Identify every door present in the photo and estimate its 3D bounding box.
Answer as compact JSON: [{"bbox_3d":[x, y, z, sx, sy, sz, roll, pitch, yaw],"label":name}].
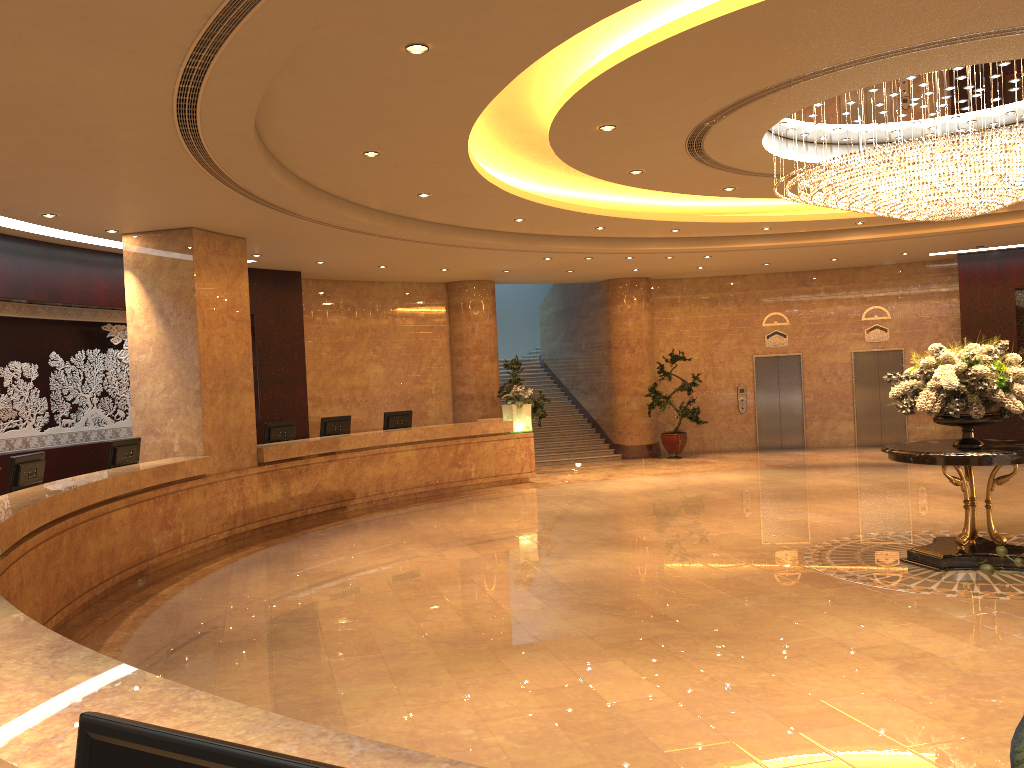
[{"bbox_3d":[8.103,0.307,19.546,1.070,2.149,0.150,-3,1,20],"label":"door"},{"bbox_3d":[6.044,0.401,20.064,1.070,2.145,0.150,-3,1,9],"label":"door"}]

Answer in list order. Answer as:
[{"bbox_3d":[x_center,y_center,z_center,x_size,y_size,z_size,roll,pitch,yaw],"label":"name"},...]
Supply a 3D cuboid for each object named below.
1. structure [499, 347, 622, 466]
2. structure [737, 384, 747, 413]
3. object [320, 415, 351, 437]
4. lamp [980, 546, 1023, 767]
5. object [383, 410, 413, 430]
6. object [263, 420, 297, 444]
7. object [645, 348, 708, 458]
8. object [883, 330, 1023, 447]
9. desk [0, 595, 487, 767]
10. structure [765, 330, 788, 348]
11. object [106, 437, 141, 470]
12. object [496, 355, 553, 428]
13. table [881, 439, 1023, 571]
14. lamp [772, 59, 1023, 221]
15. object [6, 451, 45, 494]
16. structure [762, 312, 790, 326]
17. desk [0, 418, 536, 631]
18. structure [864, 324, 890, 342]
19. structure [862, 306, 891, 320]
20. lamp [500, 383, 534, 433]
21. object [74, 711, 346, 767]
[{"bbox_3d":[0.086,-1.041,22.395,9.849,5.560,7.472,-3,1,-16],"label":"structure"},{"bbox_3d":[5.217,0.335,20.101,0.200,0.661,0.053,-3,1,5],"label":"structure"},{"bbox_3d":[-2.817,0.767,14.169,0.531,0.500,0.430,-3,1,-13],"label":"object"},{"bbox_3d":[0.944,0.540,1.146,0.573,0.923,0.598,-2,1,32],"label":"lamp"},{"bbox_3d":[-1.950,0.714,15.161,0.531,0.500,0.430,-3,1,-8],"label":"object"},{"bbox_3d":[-3.452,0.807,13.205,0.531,0.500,0.430,-3,1,-20],"label":"object"},{"bbox_3d":[3.506,0.425,19.114,1.250,2.363,0.843,-3,1,6],"label":"object"},{"bbox_3d":[4.253,0.082,8.368,1.318,0.999,1.277,-3,1,15],"label":"object"},{"bbox_3d":[-1.069,1.419,2.023,5.227,1.155,1.570,-2,1,38],"label":"desk"},{"bbox_3d":[5.970,-1.023,20.009,0.504,0.405,0.012,-3,1,9],"label":"structure"},{"bbox_3d":[-4.487,0.886,10.249,0.531,0.500,0.430,-3,1,-44],"label":"object"},{"bbox_3d":[0.159,0.603,17.700,0.843,2.363,1.250,-3,1,-35],"label":"object"},{"bbox_3d":[4.328,1.122,8.406,1.493,1.089,1.493,-3,1,-23],"label":"table"},{"bbox_3d":[4.150,-2.162,8.428,3.204,1.196,3.206,-3,1,21],"label":"lamp"},{"bbox_3d":[-4.565,0.908,8.331,0.430,0.500,0.531,-2,1,34],"label":"object"},{"bbox_3d":[5.948,-1.469,20.003,0.600,0.293,0.010,-3,1,9],"label":"structure"},{"bbox_3d":[-3.020,1.426,11.319,3.466,1.155,12.951,-3,1,18],"label":"desk"},{"bbox_3d":[8.018,-1.118,19.484,0.504,0.405,0.012,-3,1,20],"label":"structure"},{"bbox_3d":[7.995,-1.565,19.479,0.600,0.293,0.010,-3,1,20],"label":"structure"},{"bbox_3d":[0.135,0.422,16.254,0.606,0.897,0.532,-3,1,-37],"label":"lamp"},{"bbox_3d":[-0.464,0.790,1.325,0.430,0.500,0.531,-3,1,-24],"label":"object"}]
